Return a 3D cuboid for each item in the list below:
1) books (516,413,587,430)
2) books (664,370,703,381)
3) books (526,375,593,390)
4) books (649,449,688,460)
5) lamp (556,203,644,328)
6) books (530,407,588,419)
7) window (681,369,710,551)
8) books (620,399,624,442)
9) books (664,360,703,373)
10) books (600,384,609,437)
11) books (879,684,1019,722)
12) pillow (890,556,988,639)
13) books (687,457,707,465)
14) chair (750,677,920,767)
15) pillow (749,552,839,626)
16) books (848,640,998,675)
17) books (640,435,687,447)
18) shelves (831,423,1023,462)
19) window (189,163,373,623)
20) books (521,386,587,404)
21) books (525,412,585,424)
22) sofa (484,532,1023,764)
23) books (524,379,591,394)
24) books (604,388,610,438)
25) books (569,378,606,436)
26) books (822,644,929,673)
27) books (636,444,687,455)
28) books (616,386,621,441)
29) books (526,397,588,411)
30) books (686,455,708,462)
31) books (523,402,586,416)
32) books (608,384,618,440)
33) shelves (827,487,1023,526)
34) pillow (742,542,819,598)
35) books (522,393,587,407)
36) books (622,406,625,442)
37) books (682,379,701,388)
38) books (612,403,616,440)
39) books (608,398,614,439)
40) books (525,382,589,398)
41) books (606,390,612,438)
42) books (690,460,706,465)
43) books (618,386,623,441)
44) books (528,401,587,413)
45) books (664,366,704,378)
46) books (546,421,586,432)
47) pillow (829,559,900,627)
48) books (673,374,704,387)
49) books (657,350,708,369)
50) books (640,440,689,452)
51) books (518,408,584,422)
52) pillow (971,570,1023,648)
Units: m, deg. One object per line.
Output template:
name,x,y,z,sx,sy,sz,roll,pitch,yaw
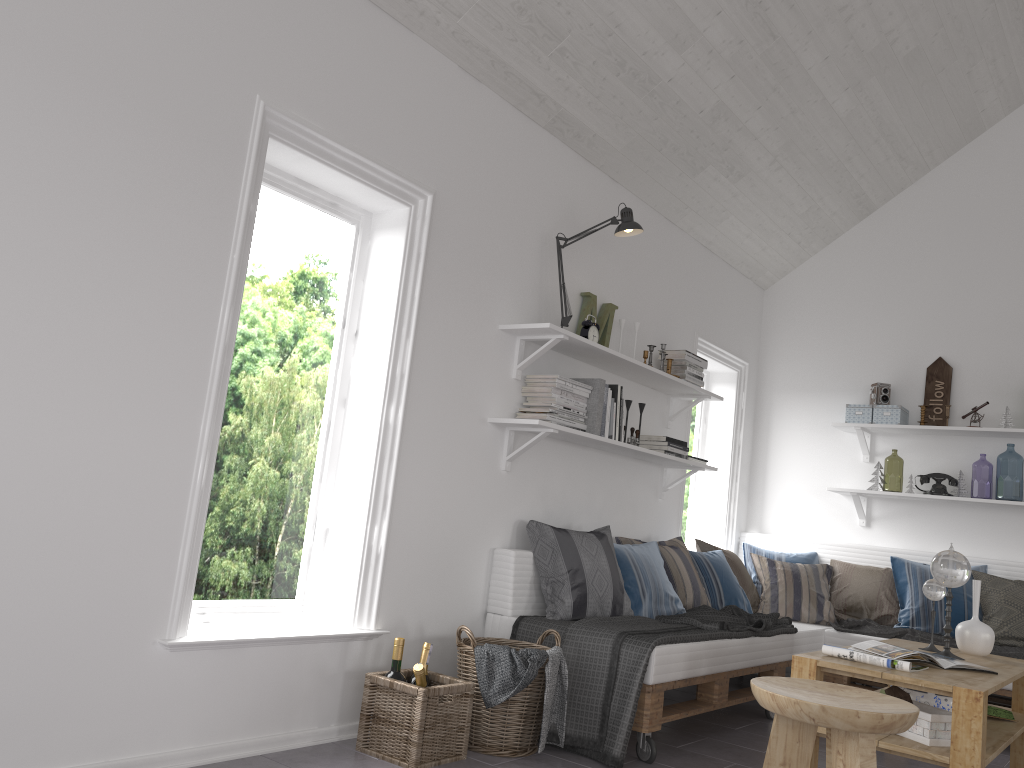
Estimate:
books,0.180,0.171,4.037,0.176,0.025,0.331,0,-10,37
books,0.963,-0.046,5.030,0.152,0.024,0.238,0,-10,37
books,0.217,-0.007,4.064,0.182,0.016,0.288,0,-10,37
books,0.809,0.388,4.829,0.191,0.032,0.258,0,-11,39
lamp,0.376,-0.526,4.124,0.439,0.703,0.196,9,-9,-17
books,0.213,0.131,4.065,0.161,0.013,0.256,0,-10,37
window,1.070,0.648,5.825,0.052,1.655,0.685,0,-10,37
books,0.464,0.178,4.348,0.171,0.219,0.047,0,-10,37
books,0.965,-0.099,5.029,0.161,0.027,0.223,0,-10,37
books,0.360,0.127,4.216,0.193,0.257,0.046,0,-10,37
books,1.794,1.307,3.673,0.445,0.079,0.301,9,-8,-12
pillow,2.420,1.205,4.988,0.526,0.428,0.311,4,-9,16
books,0.971,0.433,5.039,0.187,0.014,0.248,1,-10,35
chair,0.843,1.077,2.375,0.431,0.479,0.431,1,-10,34
pillow,1.695,1.243,5.311,0.516,0.392,0.358,6,-8,6
books,1.549,1.029,3.362,0.422,0.049,0.300,8,-8,-8
books,0.814,0.312,4.832,0.190,0.028,0.239,0,-11,39
shelves,2.822,0.380,5.182,1.820,0.212,0.269,0,-10,37
window,-0.850,0.038,3.206,0.117,1.655,0.685,0,-10,37
books,0.193,0.051,4.077,0.180,0.028,0.296,0,-10,37
books,0.198,0.158,4.061,0.161,0.013,0.254,0,-10,37
sofa,1.530,1.220,4.317,2.017,0.932,2.855,0,-10,37
books,0.211,0.010,4.073,0.182,0.016,0.288,0,-10,37
books,0.369,0.138,4.238,0.205,0.243,0.019,0,-10,37
books,0.330,0.111,4.181,0.200,0.271,0.050,0,-10,37
books,1.302,0.980,3.180,0.300,0.043,0.229,0,-11,41
books,0.813,0.359,4.822,0.191,0.023,0.242,1,-10,35
books,0.429,0.143,4.320,0.200,0.272,0.054,0,-10,37
books,0.206,0.092,4.074,0.167,0.017,0.263,0,-10,37
books,0.968,0.420,5.047,0.202,0.012,0.251,0,-11,38
books,0.195,0.115,4.054,0.159,0.012,0.285,0,-10,37
books,0.421,0.139,4.304,0.200,0.274,0.038,0,-10,37
shelves,2.775,0.783,5.123,1.820,0.212,0.269,0,-10,37
pillow,1.713,1.249,5.609,0.534,0.437,0.287,5,-8,10
books,0.192,0.074,4.078,0.182,0.016,0.288,0,-10,37
books,0.479,0.200,4.366,0.152,0.185,0.045,0,-10,37
books,0.938,0.009,5.011,0.172,0.032,0.239,0,-10,37
books,0.436,0.180,4.268,0.125,0.185,0.042,0,-10,37
books,0.420,0.168,4.253,0.141,0.203,0.044,0,-10,37
books,0.209,0.029,4.072,0.174,0.021,0.273,0,-10,37
books,0.378,0.145,4.251,0.200,0.236,0.031,0,-10,37
books,0.972,0.447,5.040,0.187,0.014,0.253,0,-10,37
books,0.442,0.146,4.340,0.210,0.274,0.048,0,-10,37
books,0.207,0.105,4.061,0.161,0.012,0.254,0,-10,37
books,0.972,-0.068,5.049,0.161,0.026,0.223,0,-10,37
books,0.193,0.193,4.038,0.159,0.012,0.285,0,-10,37
pillow,2.093,1.256,5.234,0.521,0.381,0.366,1,-10,33
books,0.958,-0.020,5.020,0.172,0.032,0.239,0,-10,37
books,0.972,-0.137,5.046,0.176,0.053,0.290,0,-10,37
books,0.813,0.338,4.837,0.212,0.023,0.258,0,-10,37
books,0.178,0.142,4.059,0.182,0.016,0.288,0,-10,37
pillow,2.768,1.233,4.741,0.519,0.395,0.334,5,-9,15
